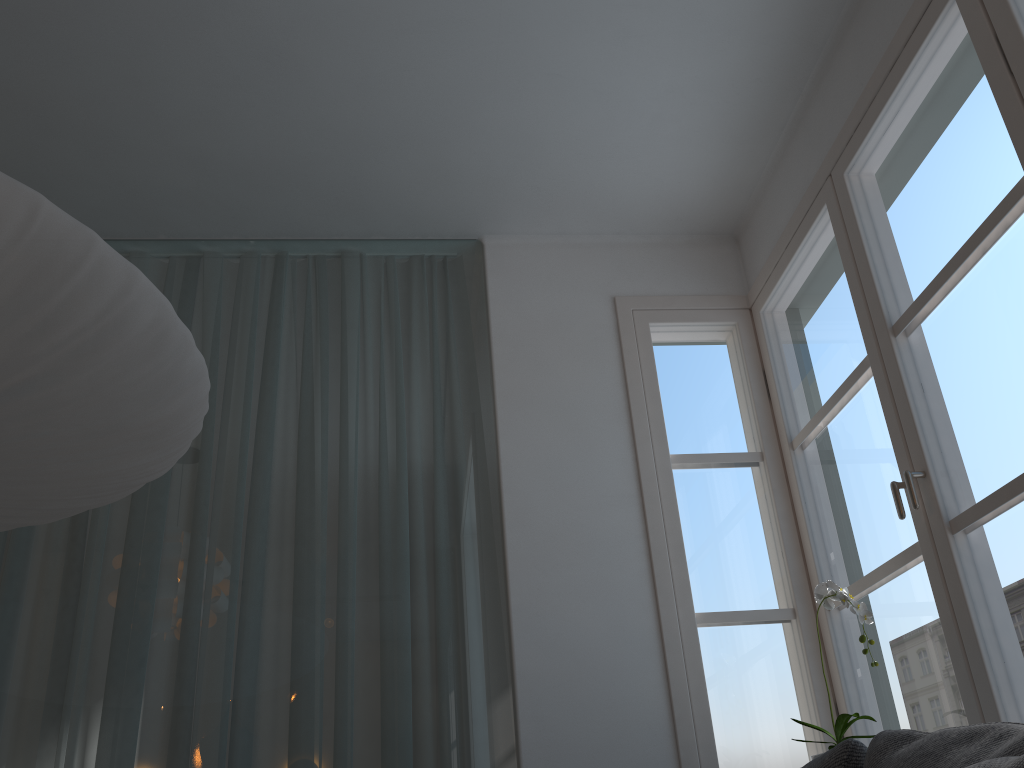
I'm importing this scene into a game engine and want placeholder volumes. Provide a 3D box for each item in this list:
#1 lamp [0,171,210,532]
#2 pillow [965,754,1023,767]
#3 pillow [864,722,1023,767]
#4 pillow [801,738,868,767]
[{"bbox_3d":[-1.292,0.023,1.495,1.483,0.204,1.500,-19,-31,26],"label":"lamp"},{"bbox_3d":[0.372,0.569,0.847,0.292,0.385,0.687,-1,-27,-6],"label":"pillow"},{"bbox_3d":[0.513,0.537,0.860,0.277,0.461,0.864,-2,-27,-6],"label":"pillow"},{"bbox_3d":[0.426,0.963,1.645,0.275,0.464,0.861,-2,-27,-6],"label":"pillow"}]
